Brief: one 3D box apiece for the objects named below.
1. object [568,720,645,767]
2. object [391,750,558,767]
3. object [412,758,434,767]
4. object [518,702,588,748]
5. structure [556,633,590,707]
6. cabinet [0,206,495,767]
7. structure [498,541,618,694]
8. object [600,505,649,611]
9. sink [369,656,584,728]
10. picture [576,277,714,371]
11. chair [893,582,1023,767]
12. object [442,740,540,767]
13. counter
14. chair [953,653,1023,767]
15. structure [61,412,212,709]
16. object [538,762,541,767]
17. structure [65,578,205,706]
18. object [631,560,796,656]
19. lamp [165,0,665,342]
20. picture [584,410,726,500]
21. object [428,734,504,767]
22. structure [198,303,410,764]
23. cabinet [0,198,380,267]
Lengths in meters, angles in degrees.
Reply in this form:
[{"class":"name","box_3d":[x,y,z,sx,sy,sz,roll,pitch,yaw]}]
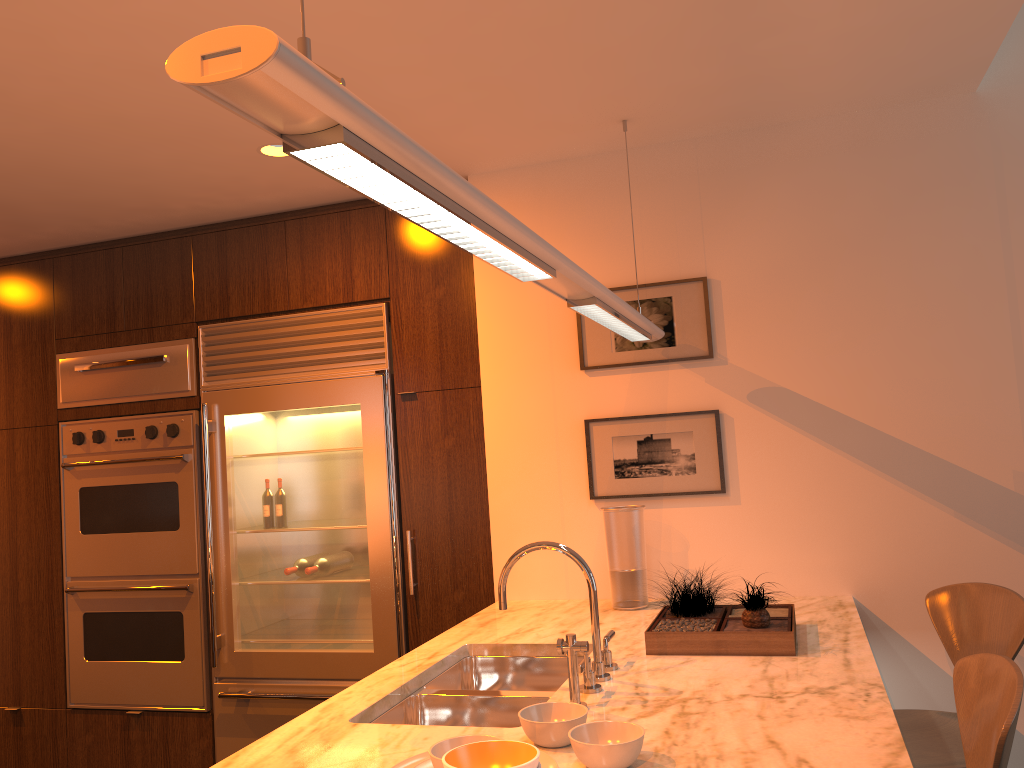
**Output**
[{"class":"object","box_3d":[0.172,0.656,1.593,0.138,0.059,0.139,-8,-6,43]},{"class":"object","box_3d":[-0.073,0.688,1.544,0.309,0.021,0.310,-5,-4,17]},{"class":"object","box_3d":[-0.073,0.684,1.543,0.216,0.025,0.217,-7,-5,34]},{"class":"object","box_3d":[0.083,0.672,1.738,0.138,0.059,0.139,-8,-6,43]},{"class":"structure","box_3d":[0.138,0.633,1.951,0.067,0.161,0.050,-5,-4,17]},{"class":"cabinet","box_3d":[-1.851,0.667,4.359,3.924,2.540,0.690,-5,-4,17]},{"class":"structure","box_3d":[0.182,0.560,2.223,0.310,0.341,0.321,-1,-5,-35]},{"class":"object","box_3d":[0.401,0.606,3.105,0.159,0.349,0.159,-3,-4,-9]},{"class":"sink","box_3d":[-0.050,0.875,2.256,0.457,0.176,0.813,-5,-4,17]},{"class":"picture","box_3d":[0.484,-0.221,3.288,0.493,0.298,0.012,-5,-4,17]},{"class":"chair","box_3d":[1.075,1.070,2.295,0.506,1.047,0.520,-3,-4,-8]},{"class":"object","box_3d":[-0.028,0.554,1.254,0.139,0.062,0.140,-6,-5,26]},{"class":"counter","box_3d":[0.149,0.731,1.935,1.280,0.038,2.711,-5,-4,17]},{"class":"chair","box_3d":[0.706,1.047,1.642,0.506,1.047,0.520,-5,-4,17]},{"class":"structure","box_3d":[-1.621,0.811,4.265,0.743,1.294,0.687,-5,-4,17]},{"class":"object","box_3d":[-0.026,0.575,1.253,0.139,0.064,0.140,-3,-4,-8]},{"class":"structure","box_3d":[-1.691,1.150,3.943,0.710,0.544,0.064,-5,-4,17]},{"class":"object","box_3d":[0.572,0.616,2.591,0.503,0.231,0.497,-5,-4,18]},{"class":"lamp","box_3d":[0.086,-0.580,1.996,0.120,0.765,2.465,-5,-4,17]},{"class":"picture","box_3d":[0.518,0.262,3.252,0.496,0.300,0.012,-5,-4,17]},{"class":"object","box_3d":[-0.075,0.663,1.545,0.138,0.059,0.139,-8,-6,43]},{"class":"structure","box_3d":[-0.807,0.776,3.983,0.915,2.129,0.687,-5,-4,17]},{"class":"cabinet","box_3d":[-0.786,0.156,1.511,7.728,2.997,5.521,-5,-4,17]}]
